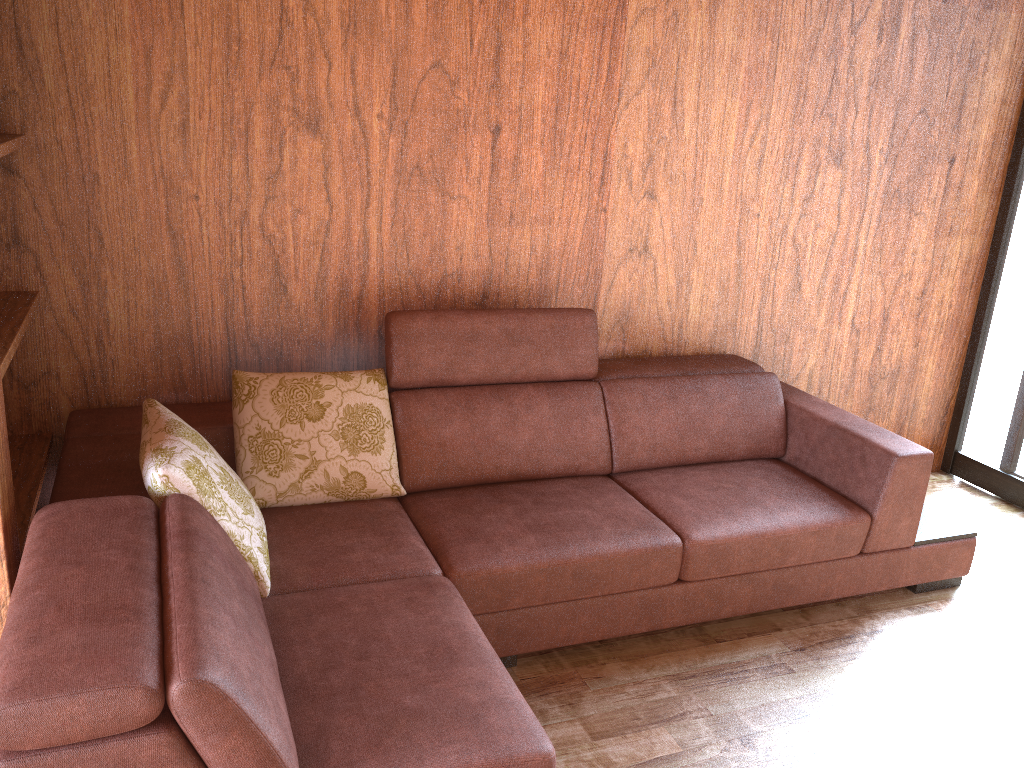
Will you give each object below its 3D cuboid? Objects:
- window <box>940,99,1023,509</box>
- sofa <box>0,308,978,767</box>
[{"bbox_3d":[3.265,-1.139,1.561,14.045,5.138,4.076,-3,18,-23],"label":"window"},{"bbox_3d":[0.296,0.342,2.089,2.518,0.761,1.688,-3,18,-22],"label":"sofa"}]
